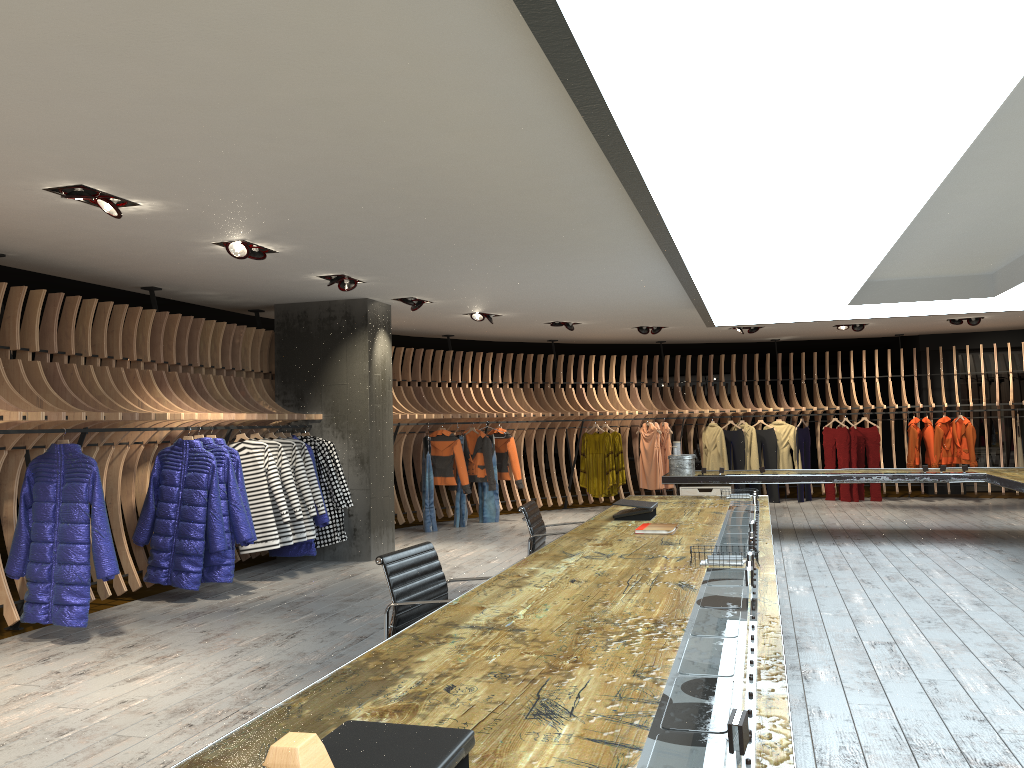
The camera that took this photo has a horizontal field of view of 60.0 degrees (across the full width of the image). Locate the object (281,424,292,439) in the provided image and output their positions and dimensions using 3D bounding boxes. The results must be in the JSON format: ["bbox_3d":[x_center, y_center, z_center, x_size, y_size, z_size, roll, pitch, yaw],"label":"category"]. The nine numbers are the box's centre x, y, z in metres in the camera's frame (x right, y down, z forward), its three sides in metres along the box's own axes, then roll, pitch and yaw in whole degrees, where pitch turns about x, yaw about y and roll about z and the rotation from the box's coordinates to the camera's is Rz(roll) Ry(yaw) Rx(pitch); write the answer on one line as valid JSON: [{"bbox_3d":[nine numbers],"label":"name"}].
[{"bbox_3d":[-2.301,0.548,9.054,0.525,0.270,0.012,-2,-4,16],"label":"object"}]

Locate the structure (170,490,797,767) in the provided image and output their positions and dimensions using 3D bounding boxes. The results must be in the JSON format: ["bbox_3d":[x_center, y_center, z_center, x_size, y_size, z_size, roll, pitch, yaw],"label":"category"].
[{"bbox_3d":[0.173,1.083,2.479,1.162,0.845,10.443,-2,-3,16],"label":"structure"}]

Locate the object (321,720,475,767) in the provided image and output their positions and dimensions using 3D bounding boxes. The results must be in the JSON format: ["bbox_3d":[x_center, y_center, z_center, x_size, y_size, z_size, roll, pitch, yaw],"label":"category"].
[{"bbox_3d":[-0.240,0.678,1.494,0.262,0.088,0.372,-2,-3,16],"label":"object"}]

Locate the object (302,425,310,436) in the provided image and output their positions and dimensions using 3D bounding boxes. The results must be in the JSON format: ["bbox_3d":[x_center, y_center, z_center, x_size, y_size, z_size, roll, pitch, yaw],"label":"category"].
[{"bbox_3d":[-2.156,0.587,9.372,0.517,0.313,0.012,-2,-4,16],"label":"object"}]

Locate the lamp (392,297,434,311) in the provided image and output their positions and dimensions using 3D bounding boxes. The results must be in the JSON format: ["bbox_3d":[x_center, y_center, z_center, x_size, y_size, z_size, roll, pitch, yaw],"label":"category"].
[{"bbox_3d":[-1.094,-0.953,9.752,0.269,0.292,0.492,-3,-3,22],"label":"lamp"}]

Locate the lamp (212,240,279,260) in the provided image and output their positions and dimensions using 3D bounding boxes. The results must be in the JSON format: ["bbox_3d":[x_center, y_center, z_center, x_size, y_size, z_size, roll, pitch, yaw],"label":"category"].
[{"bbox_3d":[-2.010,-1.072,6.704,0.269,0.286,0.492,-2,-3,16],"label":"lamp"}]

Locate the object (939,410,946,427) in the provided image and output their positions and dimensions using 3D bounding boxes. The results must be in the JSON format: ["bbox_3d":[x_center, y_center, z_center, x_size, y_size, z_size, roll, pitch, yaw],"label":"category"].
[{"bbox_3d":[6.936,0.555,14.218,0.525,0.270,0.012,1,-4,-44],"label":"object"}]

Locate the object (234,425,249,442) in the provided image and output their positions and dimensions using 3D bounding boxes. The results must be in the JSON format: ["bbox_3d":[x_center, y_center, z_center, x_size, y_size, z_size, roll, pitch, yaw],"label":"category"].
[{"bbox_3d":[-2.480,0.533,8.195,0.517,0.313,0.012,-2,-4,16],"label":"object"}]

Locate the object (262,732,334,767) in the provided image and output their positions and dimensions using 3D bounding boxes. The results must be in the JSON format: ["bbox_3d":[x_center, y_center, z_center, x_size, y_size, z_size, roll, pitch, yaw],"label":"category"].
[{"bbox_3d":[-0.246,0.547,0.945,0.097,0.301,0.320,-1,-3,-1],"label":"object"}]

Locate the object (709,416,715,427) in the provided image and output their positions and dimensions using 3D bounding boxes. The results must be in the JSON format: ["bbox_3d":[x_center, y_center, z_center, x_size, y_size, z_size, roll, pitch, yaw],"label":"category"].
[{"bbox_3d":[3.326,0.667,14.682,0.012,0.270,0.524,0,-3,-19],"label":"object"}]

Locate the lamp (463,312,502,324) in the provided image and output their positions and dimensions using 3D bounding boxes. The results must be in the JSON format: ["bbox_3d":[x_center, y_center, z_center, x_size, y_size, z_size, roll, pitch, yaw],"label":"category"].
[{"bbox_3d":[-0.368,-0.906,11.160,0.269,0.296,0.492,-4,-4,35],"label":"lamp"}]

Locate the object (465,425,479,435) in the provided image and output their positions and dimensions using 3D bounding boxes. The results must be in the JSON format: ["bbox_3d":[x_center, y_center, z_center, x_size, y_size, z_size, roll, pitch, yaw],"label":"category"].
[{"bbox_3d":[-0.563,0.669,12.598,0.525,0.270,0.012,-3,-4,35],"label":"object"}]

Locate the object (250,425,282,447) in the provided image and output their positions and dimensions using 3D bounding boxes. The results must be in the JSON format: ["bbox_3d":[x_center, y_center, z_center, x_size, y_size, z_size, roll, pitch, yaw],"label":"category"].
[{"bbox_3d":[-2.416,0.542,8.421,0.517,0.313,0.012,-2,-4,16],"label":"object"}]

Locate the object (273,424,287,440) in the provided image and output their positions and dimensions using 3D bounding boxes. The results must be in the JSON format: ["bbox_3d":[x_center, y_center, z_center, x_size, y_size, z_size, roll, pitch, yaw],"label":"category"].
[{"bbox_3d":[-2.297,0.558,8.846,0.517,0.313,0.012,-2,-4,16],"label":"object"}]

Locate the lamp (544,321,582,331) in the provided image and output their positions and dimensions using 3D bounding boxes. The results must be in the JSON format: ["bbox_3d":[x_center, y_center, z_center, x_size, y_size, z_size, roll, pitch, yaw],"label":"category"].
[{"bbox_3d":[0.706,-0.881,12.326,0.492,0.293,0.269,1,-4,-42],"label":"lamp"}]

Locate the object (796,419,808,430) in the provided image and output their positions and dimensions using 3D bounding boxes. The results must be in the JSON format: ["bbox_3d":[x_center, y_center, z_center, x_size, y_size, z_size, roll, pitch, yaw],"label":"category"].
[{"bbox_3d":[4.824,0.628,14.737,0.012,0.270,0.525,-4,-4,40],"label":"object"}]

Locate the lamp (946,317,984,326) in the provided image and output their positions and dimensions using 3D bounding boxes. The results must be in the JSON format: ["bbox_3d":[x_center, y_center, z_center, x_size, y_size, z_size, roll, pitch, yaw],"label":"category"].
[{"bbox_3d":[6.681,-0.993,13.074,0.492,0.298,0.269,-3,-3,24],"label":"lamp"}]

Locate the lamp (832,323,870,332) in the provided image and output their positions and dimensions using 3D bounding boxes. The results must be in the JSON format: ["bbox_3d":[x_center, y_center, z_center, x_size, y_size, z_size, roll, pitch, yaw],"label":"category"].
[{"bbox_3d":[5.173,-0.936,13.546,0.492,0.296,0.269,-2,-3,9],"label":"lamp"}]

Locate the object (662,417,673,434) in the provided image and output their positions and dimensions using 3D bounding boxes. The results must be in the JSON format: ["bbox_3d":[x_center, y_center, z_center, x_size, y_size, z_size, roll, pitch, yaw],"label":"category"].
[{"bbox_3d":[2.485,0.676,14.491,0.012,0.270,0.524,0,-3,-19],"label":"object"}]

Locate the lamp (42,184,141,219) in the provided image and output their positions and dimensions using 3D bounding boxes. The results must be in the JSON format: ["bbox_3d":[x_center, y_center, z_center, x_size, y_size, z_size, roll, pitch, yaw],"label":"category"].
[{"bbox_3d":[-2.440,-1.126,5.170,0.269,0.294,0.492,-2,-3,16],"label":"lamp"}]

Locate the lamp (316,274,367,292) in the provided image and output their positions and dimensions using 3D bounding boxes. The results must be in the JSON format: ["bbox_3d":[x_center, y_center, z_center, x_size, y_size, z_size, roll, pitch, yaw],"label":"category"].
[{"bbox_3d":[-1.580,-1.010,8.238,0.269,0.292,0.492,-2,-3,16],"label":"lamp"}]

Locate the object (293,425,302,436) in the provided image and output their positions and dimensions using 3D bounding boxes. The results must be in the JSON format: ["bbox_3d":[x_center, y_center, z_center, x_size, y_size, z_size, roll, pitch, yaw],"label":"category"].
[{"bbox_3d":[-2.204,0.582,9.190,0.516,0.316,0.012,-2,-4,16],"label":"object"}]

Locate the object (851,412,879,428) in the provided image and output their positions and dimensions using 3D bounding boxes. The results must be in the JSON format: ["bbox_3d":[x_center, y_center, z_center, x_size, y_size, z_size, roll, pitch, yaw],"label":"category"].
[{"bbox_3d":[5.798,0.599,14.586,0.012,0.270,0.524,1,-4,-34],"label":"object"}]

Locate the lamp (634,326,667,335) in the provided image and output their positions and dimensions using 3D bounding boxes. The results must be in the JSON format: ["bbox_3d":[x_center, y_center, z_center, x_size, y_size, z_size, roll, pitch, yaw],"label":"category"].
[{"bbox_3d":[2.050,-0.874,13.173,0.492,0.298,0.269,0,-3,-24],"label":"lamp"}]

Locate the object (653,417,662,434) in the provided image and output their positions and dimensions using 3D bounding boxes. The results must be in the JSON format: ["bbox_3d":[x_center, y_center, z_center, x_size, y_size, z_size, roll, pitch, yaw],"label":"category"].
[{"bbox_3d":[2.324,0.679,14.459,0.012,0.270,0.524,-1,-3,-14],"label":"object"}]

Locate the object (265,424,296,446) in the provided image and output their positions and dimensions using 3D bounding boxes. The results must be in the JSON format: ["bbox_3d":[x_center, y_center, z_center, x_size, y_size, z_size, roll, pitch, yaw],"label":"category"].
[{"bbox_3d":[-2.345,0.552,8.674,0.517,0.313,0.012,-2,-4,16],"label":"object"}]

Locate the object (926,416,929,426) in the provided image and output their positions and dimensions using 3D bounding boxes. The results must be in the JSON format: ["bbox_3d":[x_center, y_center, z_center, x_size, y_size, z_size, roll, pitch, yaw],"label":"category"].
[{"bbox_3d":[6.708,0.566,14.326,0.012,0.270,0.525,-3,-3,21],"label":"object"}]

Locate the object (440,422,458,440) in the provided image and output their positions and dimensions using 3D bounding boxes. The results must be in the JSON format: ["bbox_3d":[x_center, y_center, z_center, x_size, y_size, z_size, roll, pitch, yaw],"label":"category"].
[{"bbox_3d":[-0.951,0.656,12.150,0.525,0.270,0.012,-3,-4,30],"label":"object"}]

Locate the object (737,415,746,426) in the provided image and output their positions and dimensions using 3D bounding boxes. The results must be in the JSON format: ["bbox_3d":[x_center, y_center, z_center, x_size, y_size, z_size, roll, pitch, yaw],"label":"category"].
[{"bbox_3d":[3.831,0.657,14.743,0.012,0.270,0.524,1,-3,-29],"label":"object"}]

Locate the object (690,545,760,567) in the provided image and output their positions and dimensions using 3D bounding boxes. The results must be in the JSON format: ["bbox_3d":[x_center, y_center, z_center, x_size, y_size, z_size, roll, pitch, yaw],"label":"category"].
[{"bbox_3d":[0.951,0.773,3.974,0.302,0.072,0.209,-2,-3,10],"label":"object"}]

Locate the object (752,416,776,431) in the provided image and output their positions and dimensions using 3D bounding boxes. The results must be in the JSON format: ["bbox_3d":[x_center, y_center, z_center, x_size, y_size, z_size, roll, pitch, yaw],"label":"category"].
[{"bbox_3d":[4.136,0.649,14.744,0.525,0.270,0.012,-4,-4,40],"label":"object"}]

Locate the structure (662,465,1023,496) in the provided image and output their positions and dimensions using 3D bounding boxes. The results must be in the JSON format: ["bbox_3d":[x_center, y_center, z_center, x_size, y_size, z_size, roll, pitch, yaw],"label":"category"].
[{"bbox_3d":[1.883,1.009,1.781,4.835,0.845,18.461,-2,-3,16],"label":"structure"}]

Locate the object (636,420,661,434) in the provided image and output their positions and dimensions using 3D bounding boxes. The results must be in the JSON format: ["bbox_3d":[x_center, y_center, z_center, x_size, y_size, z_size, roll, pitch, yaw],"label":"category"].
[{"bbox_3d":[2.211,0.680,14.420,0.012,0.270,0.525,2,-4,-39],"label":"object"}]

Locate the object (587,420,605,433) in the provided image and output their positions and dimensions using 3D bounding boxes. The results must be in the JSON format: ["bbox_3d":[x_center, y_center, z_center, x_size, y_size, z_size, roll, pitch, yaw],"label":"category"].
[{"bbox_3d":[1.328,0.688,14.042,0.012,0.270,0.525,2,-4,-44],"label":"object"}]

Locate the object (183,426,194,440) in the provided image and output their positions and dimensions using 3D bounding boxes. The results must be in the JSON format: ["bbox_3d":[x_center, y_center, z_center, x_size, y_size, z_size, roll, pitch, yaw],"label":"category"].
[{"bbox_3d":[-2.733,0.500,7.454,0.523,0.293,0.012,-2,-4,16],"label":"object"}]

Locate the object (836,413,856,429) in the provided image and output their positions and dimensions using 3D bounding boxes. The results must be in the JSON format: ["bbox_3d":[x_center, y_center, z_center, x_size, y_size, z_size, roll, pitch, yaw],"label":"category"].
[{"bbox_3d":[5.515,0.609,14.646,0.012,0.270,0.524,-1,-3,-14],"label":"object"}]

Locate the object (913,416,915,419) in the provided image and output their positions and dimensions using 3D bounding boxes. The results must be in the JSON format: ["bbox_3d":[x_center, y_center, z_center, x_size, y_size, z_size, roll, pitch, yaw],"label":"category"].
[{"bbox_3d":[6.523,0.572,14.376,0.012,0.270,0.525,-4,-3,31],"label":"object"}]

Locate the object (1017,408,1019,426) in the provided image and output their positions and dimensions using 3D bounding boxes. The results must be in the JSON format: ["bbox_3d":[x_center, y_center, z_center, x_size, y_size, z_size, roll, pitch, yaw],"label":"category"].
[{"bbox_3d":[7.838,0.513,13.733,0.012,0.270,0.525,-4,-3,31],"label":"object"}]

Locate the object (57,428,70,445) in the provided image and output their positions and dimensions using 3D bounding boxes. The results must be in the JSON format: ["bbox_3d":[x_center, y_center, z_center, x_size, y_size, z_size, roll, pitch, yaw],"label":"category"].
[{"bbox_3d":[-3.093,0.435,6.111,0.525,0.270,0.012,-2,-4,16],"label":"object"}]

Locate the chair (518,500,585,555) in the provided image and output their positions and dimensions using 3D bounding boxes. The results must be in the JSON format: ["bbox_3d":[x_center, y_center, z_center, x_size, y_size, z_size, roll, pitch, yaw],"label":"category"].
[{"bbox_3d":[0.380,1.227,5.932,0.667,0.860,0.692,-2,-3,2],"label":"chair"}]

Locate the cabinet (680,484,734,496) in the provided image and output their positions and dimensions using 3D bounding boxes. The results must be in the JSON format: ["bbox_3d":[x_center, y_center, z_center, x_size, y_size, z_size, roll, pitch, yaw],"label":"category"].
[{"bbox_3d":[2.345,1.503,10.590,0.593,0.631,1.131,-2,-3,16],"label":"cabinet"}]

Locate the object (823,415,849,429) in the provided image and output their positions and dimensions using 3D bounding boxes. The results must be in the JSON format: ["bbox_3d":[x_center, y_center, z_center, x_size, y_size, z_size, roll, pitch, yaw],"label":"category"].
[{"bbox_3d":[5.352,0.614,14.678,0.012,0.270,0.524,1,-3,-29],"label":"object"}]

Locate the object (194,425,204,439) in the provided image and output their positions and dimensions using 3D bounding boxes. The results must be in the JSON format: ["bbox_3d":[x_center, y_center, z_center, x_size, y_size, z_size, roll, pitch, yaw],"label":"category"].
[{"bbox_3d":[-2.663,0.499,7.580,0.523,0.291,0.012,-2,-4,16],"label":"object"}]

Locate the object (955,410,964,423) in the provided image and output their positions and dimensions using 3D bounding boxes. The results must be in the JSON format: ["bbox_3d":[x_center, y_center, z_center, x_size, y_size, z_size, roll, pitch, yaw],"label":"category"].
[{"bbox_3d":[7.144,0.546,14.124,0.012,0.270,0.524,-1,-3,-4],"label":"object"}]

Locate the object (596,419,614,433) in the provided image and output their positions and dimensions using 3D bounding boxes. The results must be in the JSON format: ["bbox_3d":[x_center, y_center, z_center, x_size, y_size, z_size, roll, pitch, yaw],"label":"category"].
[{"bbox_3d":[1.488,0.688,14.129,0.012,0.270,0.525,2,-4,-44],"label":"object"}]

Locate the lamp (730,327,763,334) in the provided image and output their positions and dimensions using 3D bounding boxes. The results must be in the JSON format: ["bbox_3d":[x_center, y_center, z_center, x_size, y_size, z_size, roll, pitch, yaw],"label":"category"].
[{"bbox_3d":[3.588,-0.901,13.573,0.492,0.284,0.269,-1,-3,-4],"label":"lamp"}]

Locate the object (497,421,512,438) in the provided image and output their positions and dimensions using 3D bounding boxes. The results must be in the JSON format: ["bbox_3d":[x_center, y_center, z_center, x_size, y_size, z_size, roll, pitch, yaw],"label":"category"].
[{"bbox_3d":[-0.186,0.674,12.987,0.012,0.270,0.525,2,-4,-44],"label":"object"}]

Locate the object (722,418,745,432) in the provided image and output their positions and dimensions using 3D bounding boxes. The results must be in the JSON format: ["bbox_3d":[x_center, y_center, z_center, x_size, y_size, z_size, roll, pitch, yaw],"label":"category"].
[{"bbox_3d":[3.634,0.660,14.717,0.012,0.270,0.525,2,-4,-39],"label":"object"}]

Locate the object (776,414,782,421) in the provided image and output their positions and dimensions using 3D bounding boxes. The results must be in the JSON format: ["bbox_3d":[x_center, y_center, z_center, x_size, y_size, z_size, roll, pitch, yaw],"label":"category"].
[{"bbox_3d":[4.446,0.640,14.759,0.525,0.270,0.012,-4,-4,40],"label":"object"}]

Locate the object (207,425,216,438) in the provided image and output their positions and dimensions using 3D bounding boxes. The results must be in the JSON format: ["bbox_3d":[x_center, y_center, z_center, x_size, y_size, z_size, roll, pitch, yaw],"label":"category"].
[{"bbox_3d":[-2.631,0.498,7.757,0.525,0.270,0.012,-2,-4,16],"label":"object"}]

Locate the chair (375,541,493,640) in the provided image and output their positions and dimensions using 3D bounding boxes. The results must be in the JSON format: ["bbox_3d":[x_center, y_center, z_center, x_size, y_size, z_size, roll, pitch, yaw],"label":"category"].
[{"bbox_3d":[-0.206,1.145,3.803,0.667,0.860,0.693,-2,-3,12],"label":"chair"}]
